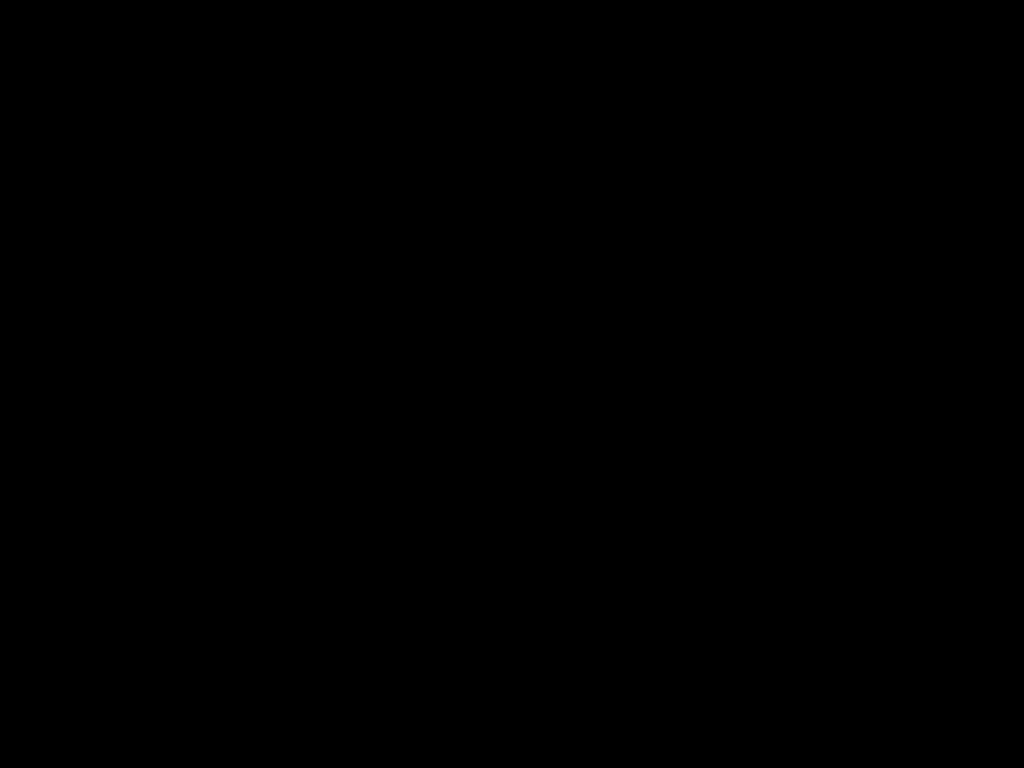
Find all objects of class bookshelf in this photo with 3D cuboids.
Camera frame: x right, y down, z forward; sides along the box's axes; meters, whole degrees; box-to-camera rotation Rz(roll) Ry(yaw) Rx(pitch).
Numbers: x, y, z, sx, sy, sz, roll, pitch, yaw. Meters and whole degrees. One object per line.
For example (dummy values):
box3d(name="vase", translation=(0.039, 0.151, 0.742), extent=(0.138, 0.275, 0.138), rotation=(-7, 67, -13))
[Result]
box3d(name="bookshelf", translation=(-1.121, -0.017, 1.218), extent=(1.495, 0.303, 0.643), rotation=(-6, 4, -37))

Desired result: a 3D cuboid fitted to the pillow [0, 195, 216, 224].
box3d(name="pillow", translation=(-0.732, -0.303, 1.198), extent=(0.470, 0.241, 0.498), rotation=(-2, 4, 17))
